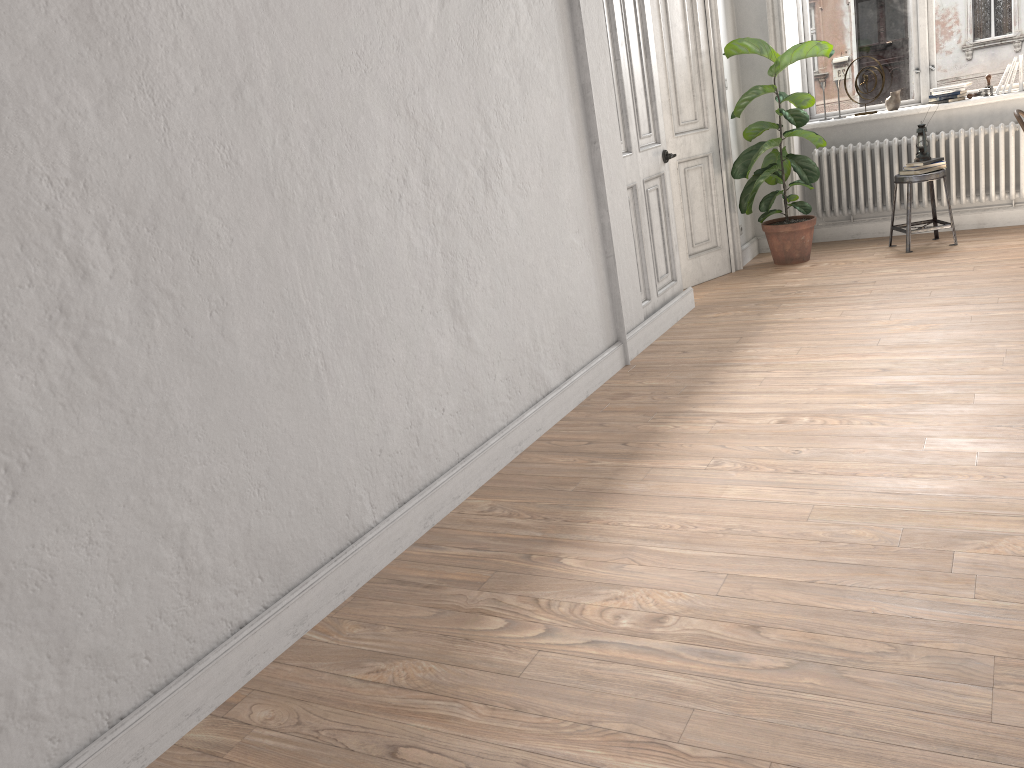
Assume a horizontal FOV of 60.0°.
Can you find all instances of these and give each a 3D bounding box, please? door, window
[{"bbox_3d":[1.016,-2.021,6.003,1.095,2.821,0.216,-21,20,-32],"label":"door"},{"bbox_3d":[0.614,-1.646,4.968,0.216,2.821,1.094,0,19,31],"label":"door"},{"bbox_3d":[2.921,-3.531,6.365,1.622,2.849,0.013,0,19,30],"label":"window"}]

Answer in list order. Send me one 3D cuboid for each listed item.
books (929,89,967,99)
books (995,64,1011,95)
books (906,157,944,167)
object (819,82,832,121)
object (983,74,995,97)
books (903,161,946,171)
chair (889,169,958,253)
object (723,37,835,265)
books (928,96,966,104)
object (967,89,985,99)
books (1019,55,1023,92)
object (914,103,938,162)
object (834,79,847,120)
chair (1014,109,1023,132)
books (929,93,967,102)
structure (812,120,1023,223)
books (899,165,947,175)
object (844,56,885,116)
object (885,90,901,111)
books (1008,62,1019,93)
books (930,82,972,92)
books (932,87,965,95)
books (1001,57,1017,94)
[{"bbox_3d":[3.215,-2.137,6.539,0.221,0.023,0.147,7,23,45],"label":"books"},{"bbox_3d":[3.525,-2.188,6.365,0.105,0.194,0.154,-1,19,29],"label":"books"},{"bbox_3d":[2.920,-1.569,6.273,0.221,0.027,0.147,-18,18,-25],"label":"books"},{"bbox_3d":[2.456,-2.222,6.972,0.095,0.289,0.095,-18,18,-26],"label":"object"},{"bbox_3d":[3.420,-2.143,6.360,0.048,0.153,0.087,-10,16,1],"label":"object"},{"bbox_3d":[2.922,-1.547,6.280,0.232,0.029,0.162,-10,16,2],"label":"books"},{"bbox_3d":[2.931,-1.250,6.350,0.364,0.524,0.359,-9,16,5],"label":"chair"},{"bbox_3d":[4.035,-1.740,4.963,5.826,1.846,0.790,1,20,35],"label":"object"},{"bbox_3d":[3.218,-2.097,6.560,0.147,0.023,0.220,-13,16,-9],"label":"books"},{"bbox_3d":[3.380,-2.112,6.463,0.153,0.048,0.087,-16,17,-18],"label":"object"},{"bbox_3d":[3.626,-2.216,6.317,0.024,0.244,0.175,0,19,30],"label":"books"},{"bbox_3d":[2.909,-1.770,6.234,0.163,0.384,0.154,-9,16,5],"label":"object"},{"bbox_3d":[2.531,-2.204,6.867,0.095,0.289,0.095,-22,20,-34],"label":"object"},{"bbox_3d":[3.216,-1.150,5.120,0.549,0.923,0.437,3,21,38],"label":"chair"},{"bbox_3d":[3.217,-2.117,6.548,0.154,0.022,0.205,-23,20,-37],"label":"books"},{"bbox_3d":[4.307,-3.248,5.190,5.182,4.484,0.339,0,19,30],"label":"structure"},{"bbox_3d":[2.915,-1.521,6.291,0.246,0.034,0.193,-15,17,-18],"label":"books"},{"bbox_3d":[2.693,-2.277,6.769,0.087,0.426,0.347,-18,18,-25],"label":"object"},{"bbox_3d":[2.882,-2.144,6.710,0.100,0.142,0.102,-8,16,6],"label":"object"},{"bbox_3d":[3.579,-2.190,6.330,0.072,0.203,0.154,0,19,30],"label":"books"},{"bbox_3d":[3.230,-2.184,6.522,0.243,0.019,0.174,4,21,39],"label":"books"},{"bbox_3d":[3.208,-2.153,6.523,0.205,0.020,0.154,-4,17,20],"label":"books"},{"bbox_3d":[3.553,-2.205,6.337,0.100,0.235,0.174,0,19,30],"label":"books"}]
